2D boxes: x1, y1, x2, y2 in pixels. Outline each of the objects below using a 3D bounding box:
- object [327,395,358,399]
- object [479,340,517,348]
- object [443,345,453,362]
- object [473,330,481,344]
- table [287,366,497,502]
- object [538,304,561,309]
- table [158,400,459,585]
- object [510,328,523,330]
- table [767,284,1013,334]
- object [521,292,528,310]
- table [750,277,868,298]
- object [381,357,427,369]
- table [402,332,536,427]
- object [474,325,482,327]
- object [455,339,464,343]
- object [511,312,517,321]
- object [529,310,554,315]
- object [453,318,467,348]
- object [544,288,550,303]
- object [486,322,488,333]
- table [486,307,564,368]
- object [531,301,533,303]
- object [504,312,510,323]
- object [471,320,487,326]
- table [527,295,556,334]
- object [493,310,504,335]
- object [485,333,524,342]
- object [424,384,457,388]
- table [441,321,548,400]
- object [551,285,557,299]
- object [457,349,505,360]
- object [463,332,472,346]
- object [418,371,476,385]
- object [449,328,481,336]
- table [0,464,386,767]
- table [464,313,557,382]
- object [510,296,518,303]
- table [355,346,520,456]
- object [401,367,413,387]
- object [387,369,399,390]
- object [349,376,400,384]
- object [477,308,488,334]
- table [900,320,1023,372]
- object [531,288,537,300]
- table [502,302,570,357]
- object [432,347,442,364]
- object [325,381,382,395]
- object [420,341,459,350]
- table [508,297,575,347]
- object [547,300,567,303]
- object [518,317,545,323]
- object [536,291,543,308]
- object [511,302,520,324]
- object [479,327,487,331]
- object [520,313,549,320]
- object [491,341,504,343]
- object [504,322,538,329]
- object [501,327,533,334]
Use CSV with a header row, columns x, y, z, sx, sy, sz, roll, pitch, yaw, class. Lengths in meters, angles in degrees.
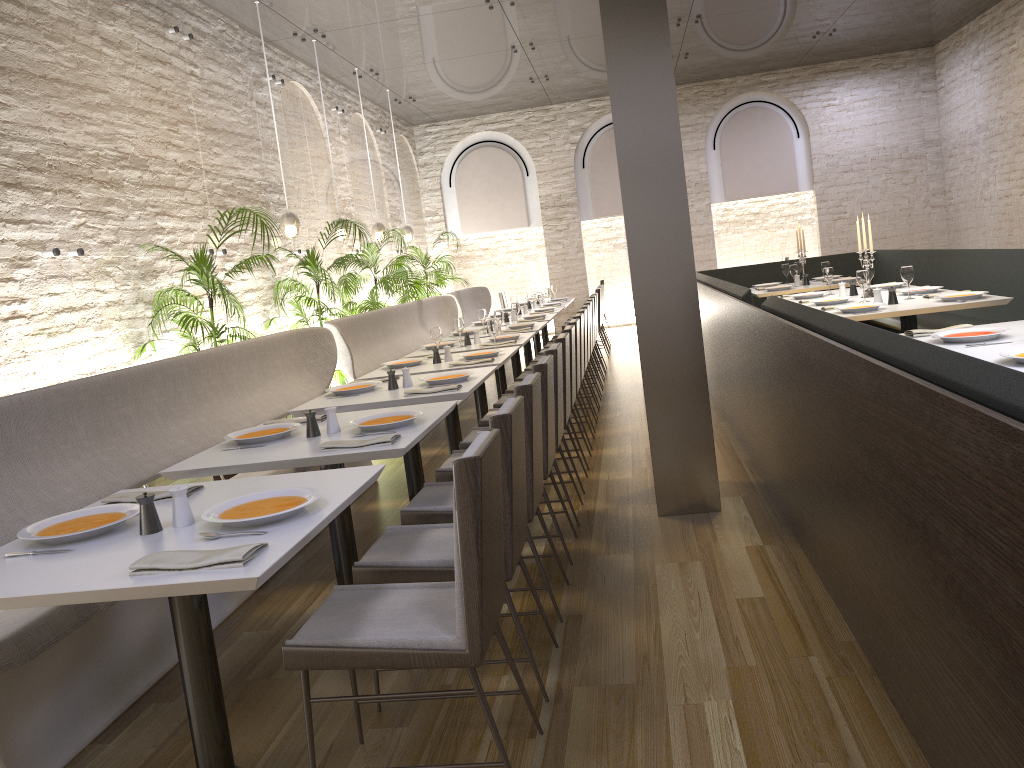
x,y,z,sx,sy,sz,roll,pitch,yaw,class
-0.908,0.066,4.771,0.185,0.010,0.017,-6,7,8,object
-0.105,-0.308,6.783,0.272,0.033,0.143,-6,7,8,object
-0.435,-0.208,5.998,0.059,0.109,0.060,-6,6,17,object
-0.285,-0.380,7.145,0.059,0.109,0.059,-7,6,0,object
-0.564,0.388,4.949,0.935,0.757,1.015,-6,7,8,table
0.480,-0.982,11.274,0.272,0.033,0.143,-6,7,8,object
-0.725,0.573,3.715,0.935,0.757,1.015,-6,7,8,table
0.064,-0.505,8.103,0.181,0.015,0.038,-6,7,10,object
2.754,-0.285,6.805,1.100,0.757,2.551,-6,7,8,table
0.172,-1.078,11.486,0.086,0.230,0.086,-3,7,38,object
3.083,-0.663,9.326,1.100,0.757,1.194,-6,7,8,table
-0.736,-0.139,6.068,0.321,0.036,0.323,0,10,43,object
-0.269,0.048,7.213,0.935,0.757,1.015,-6,7,8,table
-0.313,-0.619,9.335,0.185,0.010,0.017,-6,7,8,object
-0.524,-0.357,7.550,0.272,0.033,0.143,-6,7,8,object
0.015,-0.726,9.445,0.059,0.109,0.059,-7,6,0,object
0.339,-0.819,10.186,0.272,0.033,0.143,-6,7,8,object
-0.411,-0.407,7.010,0.087,0.230,0.086,-11,7,-34,object
0.481,-1.173,11.897,0.086,0.230,0.086,-3,7,38,object
-0.211,-0.538,8.255,0.059,0.109,0.059,-7,6,0,object
0.175,-0.462,10.616,0.935,0.757,1.015,-6,7,8,table
0.208,-1.200,13.165,0.272,0.033,0.143,-6,7,8,object
-0.060,-0.711,9.410,0.059,0.109,0.059,-7,6,0,object
-0.287,-0.656,9.515,0.322,0.036,0.322,-9,8,-14,object
0.766,-1.212,15.668,0.935,0.757,1.015,-6,7,8,table
-0.102,-0.501,7.421,0.086,0.230,0.086,-6,6,14,object
-0.058,-0.369,7.138,0.322,0.036,0.322,-9,8,-9,object
-0.381,0.006,4.694,0.181,0.015,0.038,-6,7,10,object
-0.120,-0.123,8.358,0.935,0.757,1.015,-6,7,8,table
0.626,-1.340,13.009,0.086,0.230,0.086,-3,7,38,object
-0.208,-0.197,5.990,0.321,0.036,0.323,0,10,43,object
-0.360,-0.366,7.110,0.059,0.109,0.059,-7,6,0,object
-0.353,-0.029,4.873,0.322,0.036,0.322,-9,8,-14,object
-0.437,-0.483,8.360,0.322,0.036,0.322,-9,8,-14,object
-0.886,0.758,2.481,0.935,0.757,1.015,-6,7,8,table
0.031,-0.297,9.513,0.935,0.757,1.015,-6,7,8,table
0.031,-0.916,10.404,0.086,0.230,0.086,-3,7,38,object
-0.419,0.221,6.066,0.935,0.757,1.015,-6,7,8,table
-0.580,-0.041,4.881,0.059,0.109,0.059,-7,6,0,object
-0.655,-0.026,4.846,0.059,0.109,0.059,-7,6,0,object
-0.819,-0.017,5.285,0.272,0.033,0.143,-6,7,8,object
-0.265,-0.575,8.130,0.086,0.230,0.086,-12,7,-39,object
2.281,0.260,3.172,1.100,0.757,2.551,-6,7,8,table
0.317,-1.245,12.597,0.086,0.230,0.086,-3,7,38,object
0.316,-0.625,11.703,0.935,0.757,1.015,-6,7,8,table
-0.510,-0.194,5.963,0.059,0.109,0.060,-6,6,17,object
-0.882,0.029,4.950,0.322,0.036,0.322,-9,8,-14,object
-0.587,-0.311,7.215,0.322,0.036,0.322,-9,8,-9,object
0.463,-0.794,12.828,0.935,0.757,1.015,-6,7,8,table
0.627,-1.151,12.398,0.272,0.033,0.143,-6,7,8,object
0.195,-0.654,9.083,0.272,0.033,0.143,-6,7,8,object
0.340,-1.011,10.815,0.086,0.230,0.086,-3,7,38,object
0.044,-0.669,8.541,0.086,0.230,0.086,-12,7,-39,object
-0.375,-0.529,8.695,0.272,0.033,0.143,-6,7,8,object
0.242,-0.714,9.437,0.322,0.036,0.322,-9,8,-14,object
-0.086,-0.333,6.958,0.181,0.015,0.038,-6,7,10,object
0.091,-0.541,8.282,0.322,0.036,0.322,-9,8,-14,object
0.044,-0.480,7.929,0.272,0.033,0.143,-6,7,8,object
